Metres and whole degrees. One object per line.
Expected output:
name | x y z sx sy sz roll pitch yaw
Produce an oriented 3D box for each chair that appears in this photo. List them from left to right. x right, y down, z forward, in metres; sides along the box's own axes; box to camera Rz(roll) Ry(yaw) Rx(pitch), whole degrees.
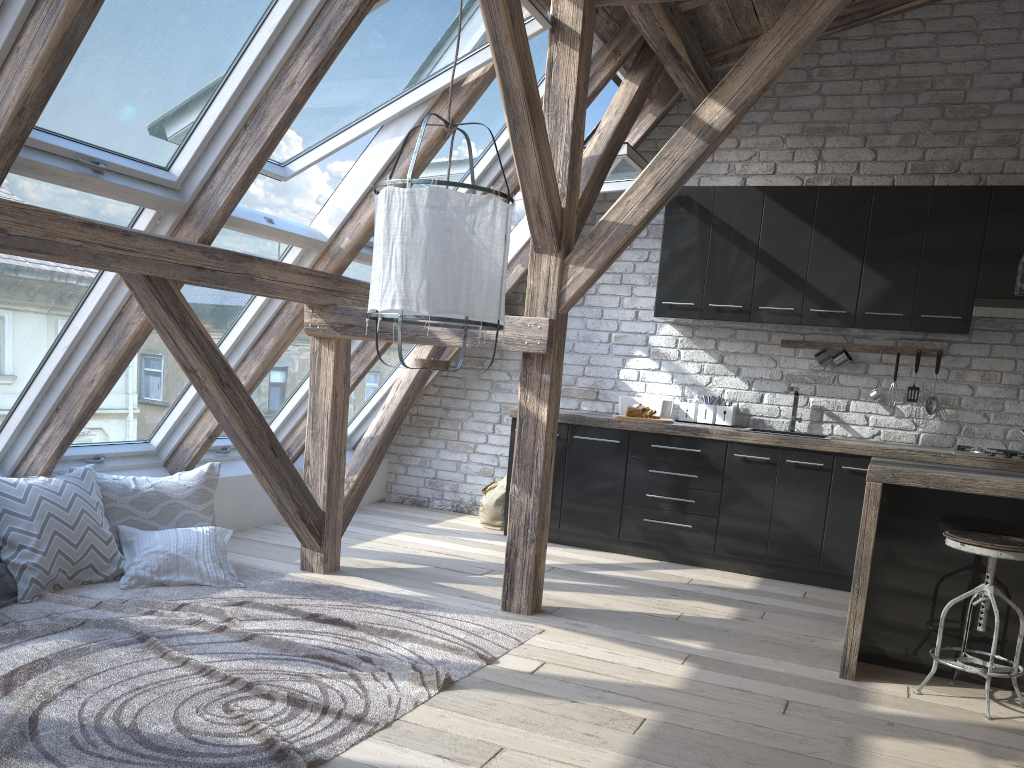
chair | 1.769 0.886 3.306 0.354 0.645 0.348 1 8 -33

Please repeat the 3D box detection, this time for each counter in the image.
counter | 1.492 0.735 4.560 3.791 0.864 2.230 5 2 23

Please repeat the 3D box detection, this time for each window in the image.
window | -1.329 -1.305 1.941 1.090 1.295 0.849 7 6 23
window | -1.976 -0.180 3.329 1.090 1.295 0.849 7 6 23
window | -1.612 -0.164 4.170 1.090 1.295 0.849 7 6 23
window | -0.966 -1.289 2.781 1.090 1.295 0.849 7 6 23
window | -1.249 -0.148 5.010 1.090 1.295 0.849 7 6 23
window | -0.647 -1.277 3.640 1.398 1.295 0.849 7 6 23
window | -0.885 -0.131 5.850 1.090 1.295 0.849 7 6 23
window | -0.238 -1.256 4.461 1.090 1.295 0.849 7 6 23
window | 0.069 -1.245 5.325 1.512 1.295 0.849 6 6 23

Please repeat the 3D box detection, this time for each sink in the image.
sink | 1.668 0.273 5.320 0.523 0.522 0.511 7 5 23

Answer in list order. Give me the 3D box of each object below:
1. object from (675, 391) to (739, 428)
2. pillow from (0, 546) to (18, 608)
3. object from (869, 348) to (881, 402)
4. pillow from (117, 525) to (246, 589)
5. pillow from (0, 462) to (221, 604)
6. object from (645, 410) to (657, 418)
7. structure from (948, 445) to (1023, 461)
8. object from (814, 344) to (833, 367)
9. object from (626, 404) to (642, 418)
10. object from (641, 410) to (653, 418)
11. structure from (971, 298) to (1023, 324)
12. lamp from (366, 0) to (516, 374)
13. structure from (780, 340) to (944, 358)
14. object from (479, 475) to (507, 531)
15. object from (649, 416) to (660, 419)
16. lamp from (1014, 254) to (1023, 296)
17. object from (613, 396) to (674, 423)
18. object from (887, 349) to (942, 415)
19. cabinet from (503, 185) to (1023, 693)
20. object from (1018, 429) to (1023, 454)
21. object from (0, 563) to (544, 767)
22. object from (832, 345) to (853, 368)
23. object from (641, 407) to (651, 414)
object | 1.275 0.162 5.701 0.402 0.204 0.146 6 6 24
pillow | -2.361 0.591 3.106 0.465 0.570 1.266 7 3 24
object | 2.210 -0.053 5.316 0.070 0.331 0.065 8 8 23
pillow | -1.553 0.811 4.119 0.537 0.245 0.469 4 3 -25
pillow | -1.888 0.643 4.098 0.497 0.540 1.150 7 3 28
object | 0.872 0.189 5.525 0.073 0.056 0.082 5 3 -1
structure | 2.761 0.390 4.867 0.602 0.032 0.494 5 1 23
object | 1.923 -0.174 5.421 0.117 0.141 0.092 7 6 25
object | 0.765 0.164 5.522 0.090 0.088 0.085 5 5 0
object | 0.846 0.185 5.513 0.072 0.058 0.082 5 3 -1
structure | 2.870 -0.396 4.855 0.596 0.105 0.366 5 2 23
lamp | -0.153 -0.985 2.462 0.408 1.923 0.393 1 9 -26
structure | 2.112 -0.218 5.351 0.927 0.046 0.081 5 3 23
object | -0.092 0.806 6.183 0.338 0.395 0.388 0 6 -41
object | 0.900 0.210 5.534 0.068 0.017 0.077 5 1 1
lamp | 1.934 -0.973 3.090 0.108 1.307 0.223 8 9 25
object | 0.861 0.162 5.670 0.380 0.135 0.585 5 1 12
object | 2.390 -0.014 5.209 0.281 0.387 0.069 7 8 23
cabinet | 1.775 -0.077 4.429 4.191 2.544 2.078 6 5 23
object | 2.875 0.267 4.749 0.221 0.238 0.220 6 5 13
object | -1.489 0.911 2.784 2.175 0.057 3.172 5 1 24
object | 2.019 -0.165 5.372 0.116 0.141 0.093 9 7 40
object | 0.842 0.179 5.570 0.074 0.068 0.078 4 4 -5
